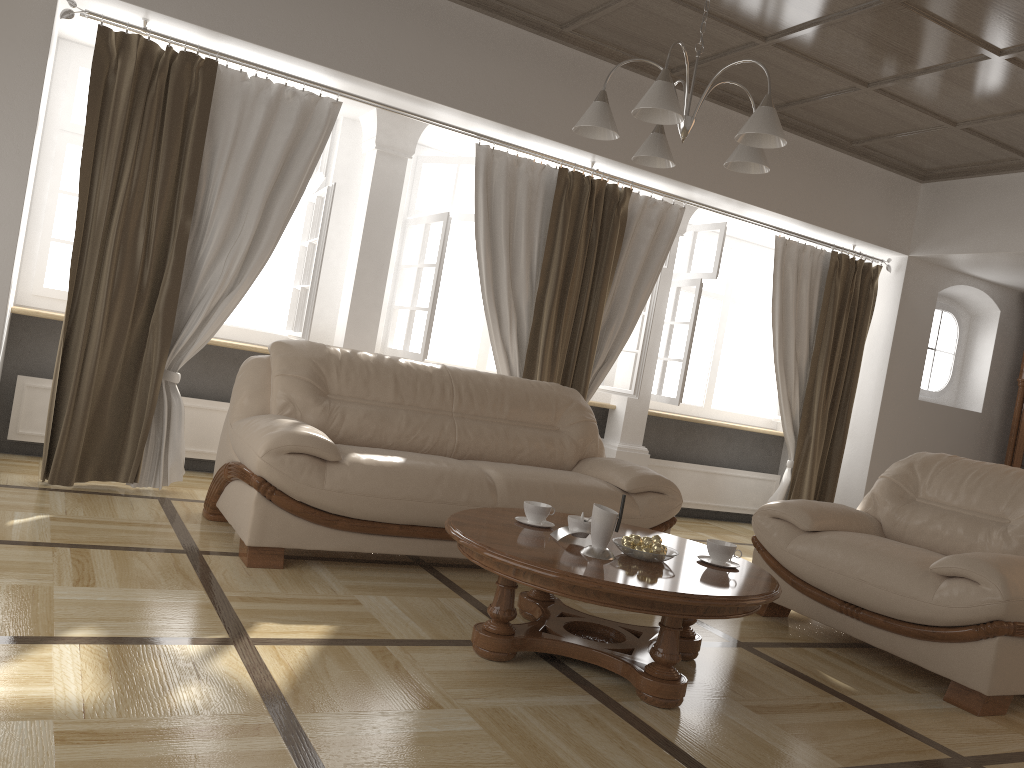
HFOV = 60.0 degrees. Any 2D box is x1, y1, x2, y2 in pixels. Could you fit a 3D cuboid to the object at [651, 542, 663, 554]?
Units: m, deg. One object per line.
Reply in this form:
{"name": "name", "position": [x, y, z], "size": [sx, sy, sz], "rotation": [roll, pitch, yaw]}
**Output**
{"name": "object", "position": [0.476, 0.541, 2.905], "size": [0.038, 0.042, 0.038], "rotation": [10, 1, -20]}

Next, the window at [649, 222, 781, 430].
{"name": "window", "position": [1.833, -0.426, 6.981], "size": [1.653, 1.500, 0.782], "rotation": [9, 1, -28]}

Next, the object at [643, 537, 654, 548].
{"name": "object", "position": [0.453, 0.529, 2.950], "size": [0.037, 0.041, 0.040], "rotation": [10, 1, -5]}

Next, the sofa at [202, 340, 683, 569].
{"name": "sofa", "position": [-0.289, 0.369, 4.352], "size": [2.135, 0.900, 1.051], "rotation": [9, 1, -28]}

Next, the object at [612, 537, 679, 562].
{"name": "object", "position": [0.447, 0.566, 2.993], "size": [0.227, 0.039, 0.227], "rotation": [10, 1, -3]}

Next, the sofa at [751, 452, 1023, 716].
{"name": "sofa", "position": [1.895, 0.764, 3.958], "size": [1.052, 0.900, 1.318], "rotation": [9, 1, -28]}

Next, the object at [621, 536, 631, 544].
{"name": "object", "position": [0.395, 0.540, 3.040], "size": [0.041, 0.038, 0.039], "rotation": [10, 1, 15]}

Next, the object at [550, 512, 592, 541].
{"name": "object", "position": [0.241, 0.480, 3.073], "size": [0.178, 0.133, 0.104], "rotation": [10, 1, -13]}

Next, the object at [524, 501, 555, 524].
{"name": "object", "position": [0.091, 0.477, 3.270], "size": [0.105, 0.071, 0.114], "rotation": [10, 1, 22]}

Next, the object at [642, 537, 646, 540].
{"name": "object", "position": [0.460, 0.548, 3.070], "size": [0.039, 0.039, 0.041], "rotation": [10, 1, 21]}

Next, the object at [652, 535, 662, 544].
{"name": "object", "position": [0.491, 0.535, 3.018], "size": [0.038, 0.044, 0.038], "rotation": [10, 1, -22]}

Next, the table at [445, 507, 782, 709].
{"name": "table", "position": [0.311, 0.759, 3.108], "size": [1.169, 0.392, 1.167], "rotation": [9, 1, -33]}

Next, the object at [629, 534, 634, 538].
{"name": "object", "position": [0.422, 0.540, 3.068], "size": [0.040, 0.040, 0.038], "rotation": [11, 2, 41]}

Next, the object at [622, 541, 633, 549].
{"name": "object", "position": [0.387, 0.546, 2.968], "size": [0.037, 0.040, 0.041], "rotation": [10, 1, -15]}

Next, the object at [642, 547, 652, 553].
{"name": "object", "position": [0.447, 0.557, 2.924], "size": [0.039, 0.039, 0.041], "rotation": [11, 1, 39]}

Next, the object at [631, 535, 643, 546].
{"name": "object", "position": [0.420, 0.527, 2.981], "size": [0.040, 0.039, 0.038], "rotation": [9, 2, -44]}

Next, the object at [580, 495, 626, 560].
{"name": "object", "position": [0.298, 0.455, 2.893], "size": [0.119, 0.210, 0.119], "rotation": [11, 1, 39]}

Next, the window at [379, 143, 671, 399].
{"name": "window", "position": [0.099, -0.714, 6.050], "size": [1.759, 1.500, 0.784], "rotation": [9, 1, -29]}

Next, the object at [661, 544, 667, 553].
{"name": "object", "position": [0.511, 0.567, 3.026], "size": [0.039, 0.039, 0.040], "rotation": [10, 1, -17]}

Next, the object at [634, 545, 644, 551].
{"name": "object", "position": [0.423, 0.558, 2.954], "size": [0.038, 0.040, 0.039], "rotation": [9, 1, -38]}

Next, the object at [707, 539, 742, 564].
{"name": "object", "position": [0.733, 0.594, 3.114], "size": [0.105, 0.071, 0.114], "rotation": [10, 1, -13]}

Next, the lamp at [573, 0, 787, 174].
{"name": "lamp", "position": [0.710, -1.362, 3.078], "size": [0.713, 1.094, 0.741], "rotation": [9, 1, -28]}

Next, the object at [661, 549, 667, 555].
{"name": "object", "position": [0.490, 0.562, 2.934], "size": [0.041, 0.041, 0.038], "rotation": [9, 2, -44]}

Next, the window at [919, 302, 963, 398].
{"name": "window", "position": [3.496, -0.277, 7.352], "size": [0.600, 0.784, 0.050], "rotation": [9, 1, -28]}

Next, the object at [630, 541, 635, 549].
{"name": "object", "position": [0.400, 0.554, 3.003], "size": [0.038, 0.040, 0.040], "rotation": [10, 1, 22]}

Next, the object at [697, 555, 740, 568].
{"name": "object", "position": [0.726, 0.628, 3.119], "size": [0.150, 0.010, 0.150], "rotation": [9, 1, -39]}

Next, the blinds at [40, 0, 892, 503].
{"name": "blinds", "position": [0.226, -0.277, 5.500], "size": [5.765, 2.294, 0.285], "rotation": [9, 1, -28]}

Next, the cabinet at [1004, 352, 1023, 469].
{"name": "cabinet", "position": [4.825, 0.522, 6.462], "size": [0.587, 2.298, 2.360], "rotation": [9, 1, -28]}

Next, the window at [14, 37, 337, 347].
{"name": "window", "position": [-1.793, -1.027, 5.004], "size": [1.600, 1.500, 0.781], "rotation": [9, 1, -28]}

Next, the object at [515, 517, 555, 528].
{"name": "object", "position": [0.083, 0.511, 3.266], "size": [0.150, 0.010, 0.150], "rotation": [9, 2, -43]}
